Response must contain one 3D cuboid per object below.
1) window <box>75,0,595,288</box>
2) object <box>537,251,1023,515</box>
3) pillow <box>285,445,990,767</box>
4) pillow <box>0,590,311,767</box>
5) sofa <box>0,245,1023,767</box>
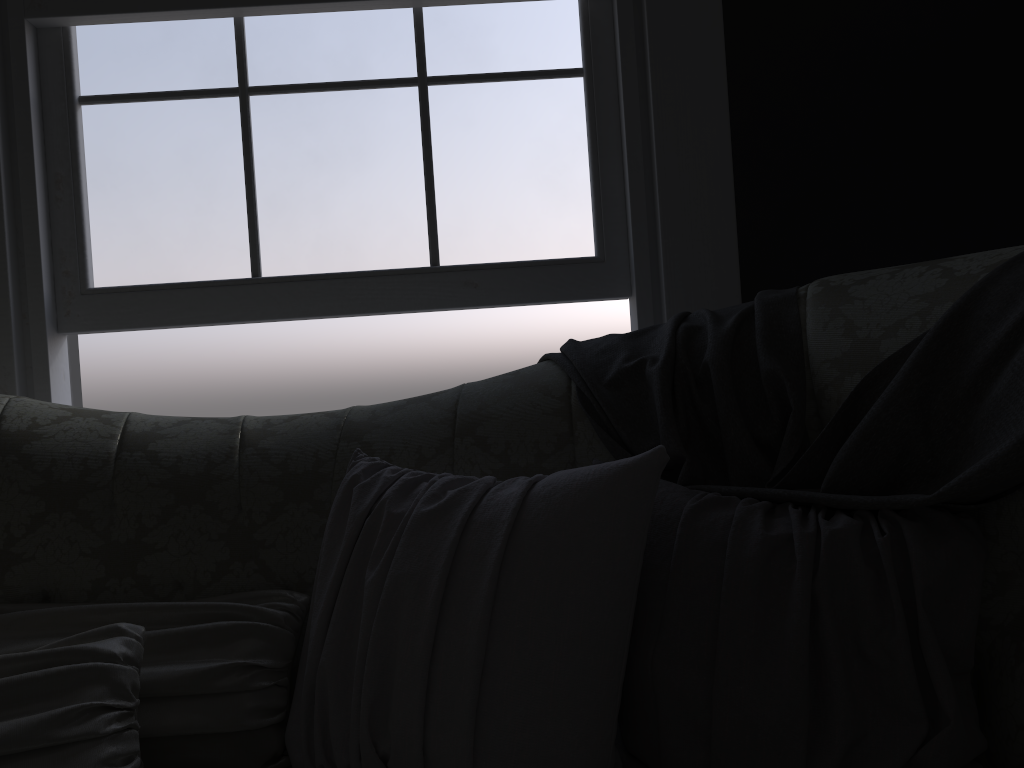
[{"bbox_3d":[-0.452,-1.073,2.103,1.263,1.672,0.056,-4,0,-2],"label":"window"},{"bbox_3d":[0.565,0.100,1.369,0.516,0.585,1.368,-4,-1,-42],"label":"object"},{"bbox_3d":[0.139,0.305,1.208,0.964,0.461,0.405,-4,0,6],"label":"pillow"},{"bbox_3d":[-0.857,0.392,1.156,1.105,0.416,0.529,-4,0,-2],"label":"pillow"},{"bbox_3d":[-0.372,0.449,1.241,2.813,1.161,1.606,-4,0,-1],"label":"sofa"}]
